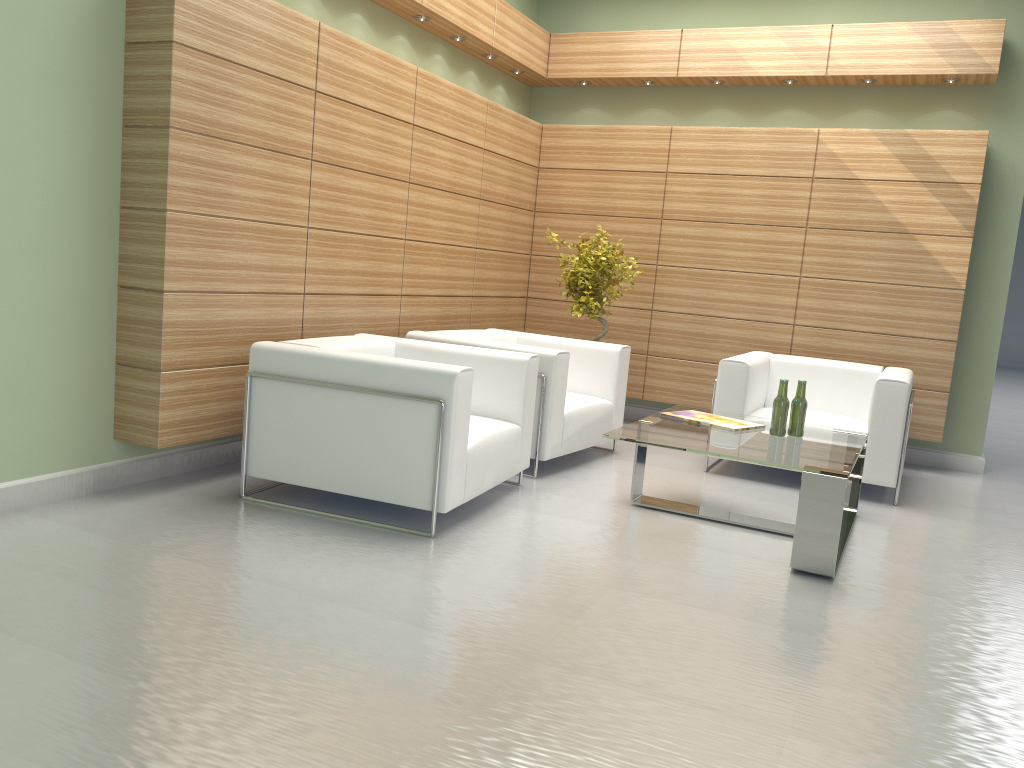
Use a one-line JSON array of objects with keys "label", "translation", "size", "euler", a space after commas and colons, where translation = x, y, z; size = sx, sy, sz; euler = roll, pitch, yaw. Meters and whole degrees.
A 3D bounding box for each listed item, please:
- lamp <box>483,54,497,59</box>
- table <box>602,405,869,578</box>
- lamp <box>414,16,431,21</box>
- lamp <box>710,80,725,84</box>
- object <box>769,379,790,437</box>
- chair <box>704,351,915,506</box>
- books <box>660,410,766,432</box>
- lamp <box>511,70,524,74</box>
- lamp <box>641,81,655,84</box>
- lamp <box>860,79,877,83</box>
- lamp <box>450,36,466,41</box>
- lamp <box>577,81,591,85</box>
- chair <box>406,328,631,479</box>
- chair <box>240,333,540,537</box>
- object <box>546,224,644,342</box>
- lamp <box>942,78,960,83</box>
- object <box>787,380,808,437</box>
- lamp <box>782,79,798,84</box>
[{"label": "lamp", "translation": [-0.270, -4.069, 10.948], "size": [0.181, 0.074, 0.181], "euler": [5, 7, -3]}, {"label": "table", "translation": [1.919, 0.779, 7.428], "size": [1.783, 0.742, 2.197], "euler": [8, 8, 24]}, {"label": "lamp", "translation": [-0.959, -3.937, 9.489], "size": [0.181, 0.074, 0.181], "euler": [6, 8, 8]}, {"label": "lamp", "translation": [2.608, -3.855, 11.244], "size": [0.181, 0.074, 0.181], "euler": [3, 8, -15]}, {"label": "object", "translation": [2.234, 0.197, 7.371], "size": [0.131, 0.475, 0.131], "euler": [4, 8, -10]}, {"label": "chair", "translation": [3.264, 0.388, 9.606], "size": [1.894, 1.234, 1.802], "euler": [8, 8, 24]}, {"label": "books", "translation": [1.772, 0.321, 7.846], "size": [0.508, 0.025, 0.762], "euler": [-2, 11, -45]}, {"label": "lamp", "translation": [0.074, -4.135, 11.676], "size": [0.181, 0.074, 0.181], "euler": [6, 8, 8]}, {"label": "lamp", "translation": [1.788, -3.977, 11.620], "size": [0.181, 0.074, 0.181], "euler": [8, 8, 19]}, {"label": "lamp", "translation": [4.224, -3.615, 10.502], "size": [0.181, 0.074, 0.181], "euler": [3, 8, -15]}, {"label": "lamp", "translation": [-0.619, -4.002, 10.208], "size": [0.181, 0.074, 0.181], "euler": [6, 8, 8]}, {"label": "lamp", "translation": [0.979, -4.097, 11.992], "size": [0.181, 0.074, 0.181], "euler": [8, 8, 19]}, {"label": "chair", "translation": [0.080, 0.123, 9.487], "size": [1.769, 1.234, 1.894], "euler": [9, 9, 29]}, {"label": "chair", "translation": [-0.925, 0.310, 7.399], "size": [1.802, 1.234, 1.894], "euler": [8, 8, 19]}, {"label": "object", "translation": [0.872, -0.670, 10.855], "size": [1.201, 2.565, 1.116], "euler": [4, 8, -7]}, {"label": "lamp", "translation": [5.021, -3.497, 10.136], "size": [0.181, 0.074, 0.181], "euler": [8, 8, 19]}, {"label": "object", "translation": [2.402, 0.204, 7.426], "size": [0.131, 0.475, 0.131], "euler": [4, 8, -10]}, {"label": "lamp", "translation": [3.410, -3.736, 10.876], "size": [0.181, 0.074, 0.181], "euler": [8, 8, 19]}]
